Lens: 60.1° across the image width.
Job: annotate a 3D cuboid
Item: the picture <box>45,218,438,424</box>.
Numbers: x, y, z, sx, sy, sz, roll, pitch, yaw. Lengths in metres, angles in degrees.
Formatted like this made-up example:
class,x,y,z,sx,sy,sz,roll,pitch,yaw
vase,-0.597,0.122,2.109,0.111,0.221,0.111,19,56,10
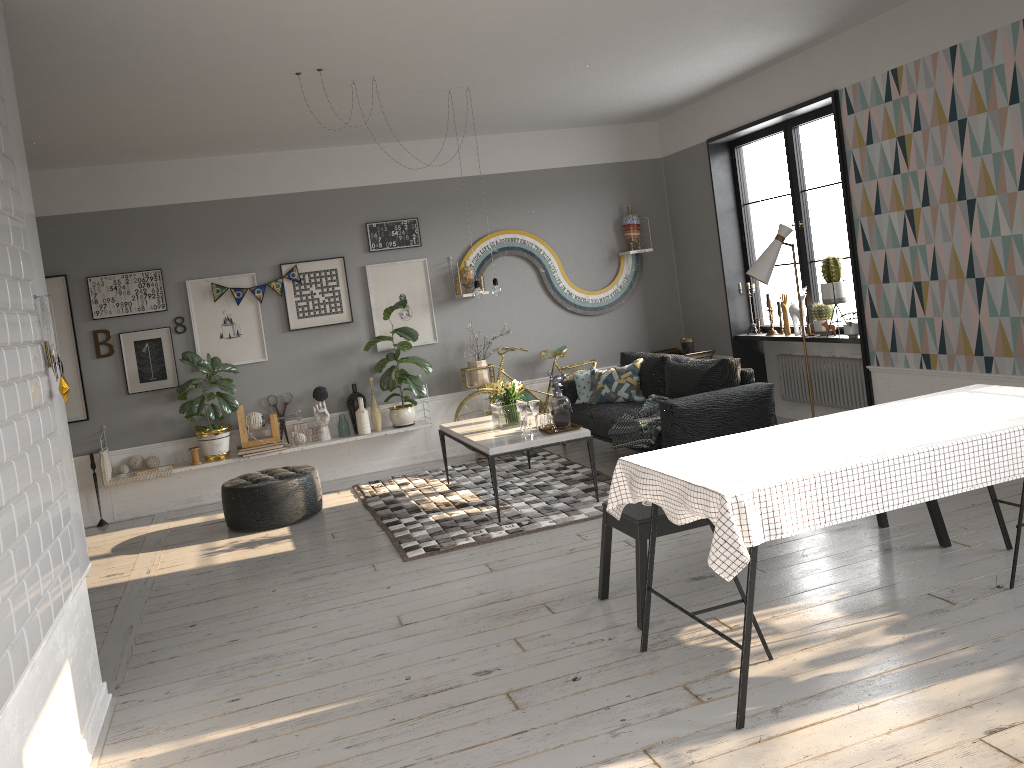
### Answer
class,x,y,z,sx,sy,sz,roll,pitch,yaw
picture,-3.604,-0.201,5.329,7.314,1.788,4.046,-10,6,-17

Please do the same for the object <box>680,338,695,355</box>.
class,x,y,z,sx,sy,sz,roll,pitch,yaw
object,1.682,-0.355,8.480,0.141,0.160,0.139,-6,4,21

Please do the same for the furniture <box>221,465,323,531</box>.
class,x,y,z,sx,sy,sz,roll,pitch,yaw
furniture,-1.834,0.860,6.777,0.739,0.355,0.735,-11,6,-30

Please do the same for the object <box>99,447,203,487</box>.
class,x,y,z,sx,sy,sz,roll,pitch,yaw
object,-3.025,0.636,7.451,0.787,0.306,0.329,-9,5,-16

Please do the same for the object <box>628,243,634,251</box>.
class,x,y,z,sx,sy,sz,roll,pitch,yaw
object,1.178,-1.356,8.757,0.060,0.079,0.060,-10,4,-28

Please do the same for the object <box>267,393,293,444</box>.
class,x,y,z,sx,sy,sz,roll,pitch,yaw
object,-2.048,0.318,7.910,0.222,0.462,0.019,-9,3,-17

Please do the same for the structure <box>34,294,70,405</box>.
class,x,y,z,sx,sy,sz,roll,pitch,yaw
structure,-1.819,-0.134,3.503,0.078,0.446,0.134,-9,3,-29

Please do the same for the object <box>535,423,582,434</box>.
class,x,y,z,sx,sy,sz,roll,pitch,yaw
object,0.318,0.302,6.092,0.247,0.015,0.319,-10,7,-17

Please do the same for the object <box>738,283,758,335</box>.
class,x,y,z,sx,sy,sz,roll,pitch,yaw
object,2.165,-0.694,8.093,0.144,0.488,0.163,-7,3,19

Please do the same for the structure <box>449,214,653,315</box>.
class,x,y,z,sx,sy,sz,roll,pitch,yaw
structure,0.430,-1.087,8.586,2.028,0.952,0.267,-9,3,-17

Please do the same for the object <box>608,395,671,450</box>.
class,x,y,z,sx,sy,sz,roll,pitch,yaw
object,1.053,0.297,6.638,0.492,0.328,0.667,-10,6,-22

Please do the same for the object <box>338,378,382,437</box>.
class,x,y,z,sx,sy,sz,roll,pitch,yaw
object,-1.391,0.208,7.966,0.330,0.486,0.288,-5,4,33

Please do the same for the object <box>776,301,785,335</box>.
class,x,y,z,sx,sy,sz,roll,pitch,yaw
object,2.346,-0.584,7.735,0.075,0.300,0.076,-7,3,13

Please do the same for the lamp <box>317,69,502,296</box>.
class,x,y,z,sx,sy,sz,roll,pitch,yaw
lamp,-0.643,-1.288,5.967,0.074,1.531,1.405,-5,5,42

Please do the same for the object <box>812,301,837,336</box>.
class,x,y,z,sx,sy,sz,roll,pitch,yaw
object,2.531,-0.538,7.165,0.215,0.282,0.234,-11,5,-43

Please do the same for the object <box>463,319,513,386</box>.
class,x,y,z,sx,sy,sz,roll,pitch,yaw
object,-0.216,-0.318,8.288,0.488,0.639,0.254,-8,3,0

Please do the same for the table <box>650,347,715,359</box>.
class,x,y,z,sx,sy,sz,roll,pitch,yaw
table,1.709,0.006,8.700,0.340,0.677,0.743,-9,5,-17

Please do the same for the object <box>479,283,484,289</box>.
class,x,y,z,sx,sy,sz,roll,pitch,yaw
object,-0.295,-0.914,8.371,0.063,0.081,0.062,-11,5,-41

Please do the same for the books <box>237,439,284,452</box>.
class,x,y,z,sx,sy,sz,roll,pitch,yaw
books,-2.198,0.533,7.715,0.380,0.017,0.229,-10,7,-20

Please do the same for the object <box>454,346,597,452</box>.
class,x,y,z,sx,sy,sz,roll,pitch,yaw
object,0.221,0.088,8.450,1.633,0.966,0.426,-10,4,-26

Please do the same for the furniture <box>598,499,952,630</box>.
class,x,y,z,sx,sy,sz,roll,pitch,yaw
furniture,1.237,0.677,4.234,1.674,0.454,0.466,-10,5,-17

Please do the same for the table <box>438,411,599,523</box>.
class,x,y,z,sx,sy,sz,roll,pitch,yaw
table,0.004,0.566,6.508,0.734,0.509,1.459,-9,6,-17

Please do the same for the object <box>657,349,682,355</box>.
class,x,y,z,sx,sy,sz,roll,pitch,yaw
object,1.621,-0.315,8.832,0.247,0.015,0.319,-10,7,-17

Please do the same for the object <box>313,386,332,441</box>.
class,x,y,z,sx,sy,sz,roll,pitch,yaw
object,-1.692,0.261,7.886,0.155,0.481,0.136,-9,3,-18

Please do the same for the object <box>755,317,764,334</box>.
class,x,y,z,sx,sy,sz,roll,pitch,yaw
object,2.264,-0.541,8.125,0.085,0.151,0.084,-9,3,-13

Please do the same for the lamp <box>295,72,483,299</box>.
class,x,y,z,sx,sy,sz,roll,pitch,yaw
lamp,-0.779,-1.272,5.988,0.074,1.531,1.405,-5,5,42

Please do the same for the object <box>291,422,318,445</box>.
class,x,y,z,sx,sy,sz,roll,pitch,yaw
object,-1.848,0.432,7.935,0.265,0.173,0.078,-9,3,-12

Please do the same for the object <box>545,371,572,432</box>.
class,x,y,z,sx,sy,sz,roll,pitch,yaw
object,0.321,0.107,6.026,0.155,0.416,0.149,-8,3,2

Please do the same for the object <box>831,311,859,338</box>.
class,x,y,z,sx,sy,sz,roll,pitch,yaw
object,2.555,-0.448,6.682,0.247,0.203,0.171,-9,4,-15

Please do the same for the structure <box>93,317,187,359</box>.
class,x,y,z,sx,sy,sz,roll,pitch,yaw
structure,-3.176,-0.403,7.584,0.741,0.262,0.024,-10,3,-17

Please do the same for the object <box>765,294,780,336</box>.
class,x,y,z,sx,sy,sz,roll,pitch,yaw
object,2.272,-0.617,7.786,0.123,0.374,0.123,-8,3,-13

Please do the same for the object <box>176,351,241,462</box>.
class,x,y,z,sx,sy,sz,roll,pitch,yaw
object,-2.568,0.176,7.527,0.513,0.960,0.545,-10,4,-32

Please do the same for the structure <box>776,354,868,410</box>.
class,x,y,z,sx,sy,sz,roll,pitch,yaw
structure,2.624,-0.022,7.438,0.149,0.426,1.225,-9,6,-19

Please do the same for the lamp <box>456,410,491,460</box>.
class,x,y,z,sx,sy,sz,roll,pitch,yaw
lamp,-0.278,0.463,8.076,0.431,0.436,0.435,-7,4,13

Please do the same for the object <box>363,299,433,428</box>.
class,x,y,z,sx,sy,sz,roll,pitch,yaw
object,-1.027,-0.184,8.046,0.565,1.146,0.418,-6,3,22

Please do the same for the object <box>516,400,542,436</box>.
class,x,y,z,sx,sy,sz,roll,pitch,yaw
object,0.121,0.233,6.017,0.168,0.226,0.082,-8,3,-6

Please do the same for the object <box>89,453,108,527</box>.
class,x,y,z,sx,sy,sz,roll,pitch,yaw
object,-3.557,0.853,7.348,0.281,0.698,0.091,-9,3,-25

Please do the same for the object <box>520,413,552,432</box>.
class,x,y,z,sx,sy,sz,roll,pitch,yaw
object,0.222,0.274,6.185,0.281,0.087,0.246,-13,8,-39

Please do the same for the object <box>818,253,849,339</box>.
class,x,y,z,sx,sy,sz,roll,pitch,yaw
object,2.496,-0.693,6.845,0.235,0.668,0.230,-5,4,43

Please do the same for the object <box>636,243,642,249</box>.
class,x,y,z,sx,sy,sz,roll,pitch,yaw
object,1.252,-1.365,8.745,0.050,0.058,0.050,-10,5,-27

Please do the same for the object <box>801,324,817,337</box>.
class,x,y,z,sx,sy,sz,roll,pitch,yaw
object,2.447,-0.446,7.291,0.123,0.099,0.123,-7,5,5

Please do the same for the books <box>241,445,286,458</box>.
class,x,y,z,sx,sy,sz,roll,pitch,yaw
books,-2.175,0.577,7.716,0.369,0.021,0.296,-10,7,-23

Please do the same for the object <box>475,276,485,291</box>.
class,x,y,z,sx,sy,sz,roll,pitch,yaw
object,-0.298,-0.933,8.288,0.086,0.139,0.086,-9,4,-25

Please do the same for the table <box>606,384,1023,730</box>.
class,x,y,z,sx,sy,sz,roll,pitch,yaw
table,1.481,0.561,3.485,2.031,0.781,0.933,-10,5,-17

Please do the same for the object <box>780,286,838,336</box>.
class,x,y,z,sx,sy,sz,roll,pitch,yaw
object,2.432,-0.597,7.298,0.135,0.408,0.663,-9,5,-16

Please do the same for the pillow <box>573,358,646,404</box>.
class,x,y,z,sx,sy,sz,roll,pitch,yaw
pillow,0.880,-0.021,7.870,0.446,0.361,0.797,-11,7,-35

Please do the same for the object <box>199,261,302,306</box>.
class,x,y,z,sx,sy,sz,roll,pitch,yaw
object,-2.290,-0.870,7.836,0.917,0.338,0.057,-10,3,-18

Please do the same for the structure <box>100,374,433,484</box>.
class,x,y,z,sx,sy,sz,roll,pitch,yaw
structure,-2.090,0.380,7.774,2.784,0.485,0.308,-10,4,-17

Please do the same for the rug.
class,x,y,z,sx,sy,sz,roll,pitch,yaw
rug,-0.181,0.814,6.686,1.775,0.034,2.531,-10,7,-17

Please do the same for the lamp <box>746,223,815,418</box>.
class,x,y,z,sx,sy,sz,roll,pitch,yaw
lamp,2.197,-0.263,5.862,1.250,1.697,0.680,-9,3,-19

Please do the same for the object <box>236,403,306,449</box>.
class,x,y,z,sx,sy,sz,roll,pitch,yaw
object,-2.102,0.357,7.739,0.547,0.438,0.239,-9,4,-17

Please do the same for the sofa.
class,x,y,z,sx,sy,sz,roll,pitch,yaw
sofa,1.142,0.188,7.301,0.973,0.794,2.345,-9,6,-17

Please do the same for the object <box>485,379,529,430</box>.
class,x,y,z,sx,sy,sz,roll,pitch,yaw
object,-0.029,0.137,6.491,0.326,0.350,0.352,-9,5,-15

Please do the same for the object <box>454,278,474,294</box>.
class,x,y,z,sx,sy,sz,roll,pitch,yaw
object,-0.434,-0.919,8.230,0.196,0.165,0.060,-6,3,16

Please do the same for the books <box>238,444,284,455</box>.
class,x,y,z,sx,sy,sz,roll,pitch,yaw
books,-2.188,0.555,7.707,0.385,0.029,0.260,-10,7,-16
